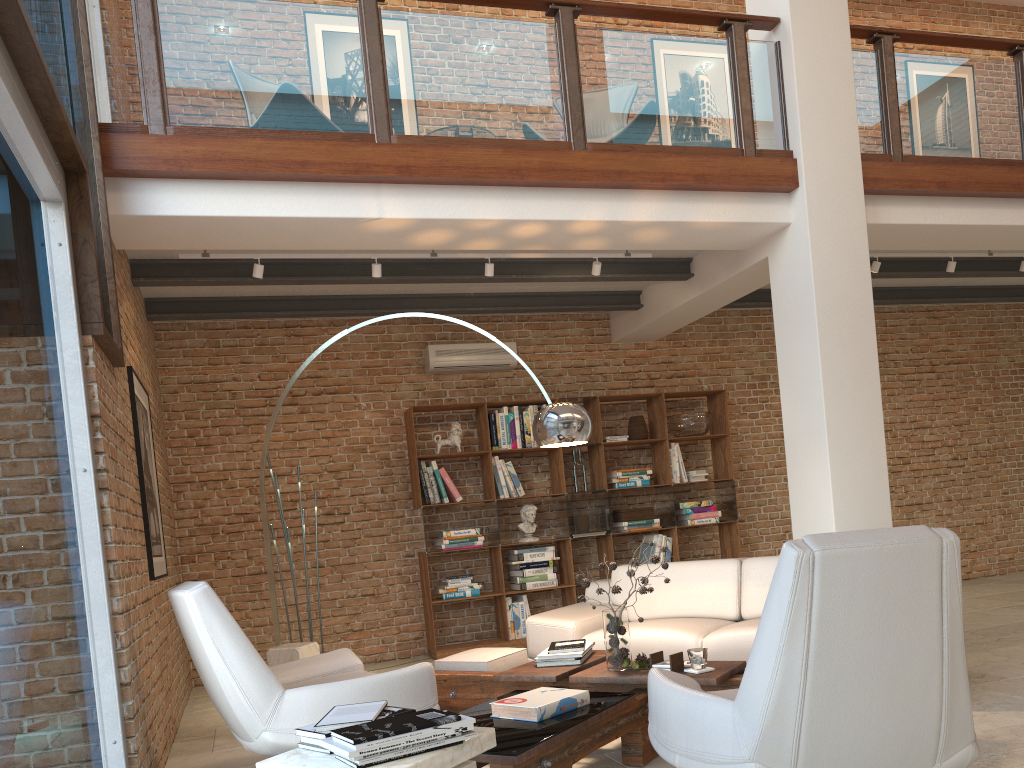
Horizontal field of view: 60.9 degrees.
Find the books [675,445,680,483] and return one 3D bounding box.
[{"bbox_3d":[1.518,0.778,8.315,0.020,0.356,0.275,-6,-2,-18],"label":"books"}]

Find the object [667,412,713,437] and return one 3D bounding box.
[{"bbox_3d":[1.705,0.407,8.354,0.442,0.217,0.437,-9,-8,24],"label":"object"}]

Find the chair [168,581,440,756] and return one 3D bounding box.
[{"bbox_3d":[-0.989,1.350,3.992,0.977,0.991,1.042,-3,-5,-33],"label":"chair"}]

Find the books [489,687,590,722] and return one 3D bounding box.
[{"bbox_3d":[0.115,1.290,3.519,0.258,0.056,0.326,-13,-12,42],"label":"books"}]

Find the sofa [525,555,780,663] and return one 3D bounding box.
[{"bbox_3d":[1.341,1.444,5.253,2.357,0.750,1.143,-11,-8,32],"label":"sofa"}]

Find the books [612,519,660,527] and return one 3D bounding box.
[{"bbox_3d":[1.160,1.304,8.182,0.378,0.036,0.248,-2,-9,-19],"label":"books"}]

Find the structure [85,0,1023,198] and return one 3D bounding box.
[{"bbox_3d":[3.827,-1.017,2.011,10.112,4.099,14.081,-3,-9,-18],"label":"structure"}]

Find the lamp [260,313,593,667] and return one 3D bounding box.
[{"bbox_3d":[-0.498,0.773,4.880,2.045,2.337,0.317,-7,1,19],"label":"lamp"}]

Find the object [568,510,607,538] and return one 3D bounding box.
[{"bbox_3d":[0.652,1.284,8.005,0.334,0.231,0.288,-4,-5,-18],"label":"object"}]

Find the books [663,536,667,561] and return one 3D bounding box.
[{"bbox_3d":[1.383,1.619,8.279,0.097,0.352,0.275,-6,-2,-18],"label":"books"}]

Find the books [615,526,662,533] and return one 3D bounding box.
[{"bbox_3d":[1.187,1.371,8.211,0.354,0.020,0.276,-2,-10,-19],"label":"books"}]

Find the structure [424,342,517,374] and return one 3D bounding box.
[{"bbox_3d":[-0.368,-0.235,7.853,0.809,0.218,0.202,-3,-4,-17],"label":"structure"}]

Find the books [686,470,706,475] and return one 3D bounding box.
[{"bbox_3d":[1.750,0.854,8.374,0.132,0.033,0.209,-1,-10,-27],"label":"books"}]

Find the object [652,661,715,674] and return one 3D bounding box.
[{"bbox_3d":[0.807,1.250,3.886,0.270,0.034,0.252,3,-13,-45],"label":"object"}]

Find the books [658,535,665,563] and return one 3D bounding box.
[{"bbox_3d":[1.366,1.616,8.264,0.097,0.352,0.275,-6,-2,-18],"label":"books"}]

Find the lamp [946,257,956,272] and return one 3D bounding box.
[{"bbox_3d":[3.453,-0.931,6.856,0.060,0.128,0.087,-5,-2,-16],"label":"lamp"}]

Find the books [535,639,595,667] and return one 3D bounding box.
[{"bbox_3d":[0.272,1.377,4.474,0.251,0.074,0.404,-8,-9,14],"label":"books"}]

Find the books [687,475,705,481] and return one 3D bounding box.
[{"bbox_3d":[1.756,0.907,8.375,0.132,0.033,0.209,-4,-9,-8],"label":"books"}]

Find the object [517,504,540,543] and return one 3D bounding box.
[{"bbox_3d":[0.141,1.256,7.874,0.196,0.348,0.194,-6,-1,-2],"label":"object"}]

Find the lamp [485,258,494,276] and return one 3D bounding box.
[{"bbox_3d":[-0.150,-0.761,5.734,0.060,0.128,0.087,-5,-2,-16],"label":"lamp"}]

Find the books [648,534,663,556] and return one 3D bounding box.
[{"bbox_3d":[1.318,1.608,8.239,0.160,0.370,0.246,-5,-2,-18],"label":"books"}]

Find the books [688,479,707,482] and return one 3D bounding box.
[{"bbox_3d":[1.761,0.935,8.392,0.170,0.018,0.240,-4,-9,-10],"label":"books"}]

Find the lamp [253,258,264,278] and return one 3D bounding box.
[{"bbox_3d":[-1.543,-0.696,5.298,0.087,0.128,0.059,-7,-1,42],"label":"lamp"}]

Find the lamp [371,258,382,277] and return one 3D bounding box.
[{"bbox_3d":[-0.857,-0.731,5.514,0.060,0.120,0.087,-5,-2,-16],"label":"lamp"}]

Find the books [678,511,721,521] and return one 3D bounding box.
[{"bbox_3d":[1.806,1.270,8.402,0.325,0.055,0.259,-2,-9,-22],"label":"books"}]

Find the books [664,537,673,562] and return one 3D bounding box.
[{"bbox_3d":[1.430,1.622,8.279,0.116,0.331,0.257,-6,-2,-18],"label":"books"}]

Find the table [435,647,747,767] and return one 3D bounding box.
[{"bbox_3d":[0.315,1.485,3.868,2.232,0.425,1.970,-11,-10,33],"label":"table"}]

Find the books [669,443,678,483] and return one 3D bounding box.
[{"bbox_3d":[1.492,0.764,8.297,0.036,0.381,0.246,-6,-1,-18],"label":"books"}]

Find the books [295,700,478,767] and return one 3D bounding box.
[{"bbox_3d":[-0.412,1.026,2.605,0.387,0.078,0.578,0,-11,-33],"label":"books"}]

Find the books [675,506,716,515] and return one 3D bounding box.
[{"bbox_3d":[1.755,1.219,8.398,0.325,0.055,0.259,-3,-9,-17],"label":"books"}]

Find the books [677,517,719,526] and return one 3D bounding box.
[{"bbox_3d":[1.787,1.327,8.396,0.325,0.055,0.259,-3,-9,-15],"label":"books"}]

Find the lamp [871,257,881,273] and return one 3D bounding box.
[{"bbox_3d":[2.768,-0.899,6.640,0.087,0.128,0.059,-7,-1,42],"label":"lamp"}]

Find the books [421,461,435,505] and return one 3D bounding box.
[{"bbox_3d":[-0.759,0.872,7.615,0.091,0.382,0.246,-6,-1,-18],"label":"books"}]

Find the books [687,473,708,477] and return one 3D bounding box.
[{"bbox_3d":[1.759,0.881,8.381,0.170,0.018,0.240,-3,-9,-15],"label":"books"}]

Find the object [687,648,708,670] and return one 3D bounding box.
[{"bbox_3d":[0.812,1.199,3.801,0.092,0.084,0.091,-8,-5,32],"label":"object"}]

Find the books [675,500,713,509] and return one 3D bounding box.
[{"bbox_3d":[1.733,1.164,8.391,0.326,0.055,0.258,-4,-9,-8],"label":"books"}]

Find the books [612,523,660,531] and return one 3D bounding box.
[{"bbox_3d":[1.167,1.346,8.220,0.378,0.036,0.248,-2,-10,-22],"label":"books"}]

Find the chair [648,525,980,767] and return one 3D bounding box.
[{"bbox_3d":[0.987,0.958,2.753,1.027,1.009,0.980,-5,-4,-1],"label":"chair"}]

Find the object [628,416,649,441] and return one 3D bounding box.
[{"bbox_3d":[1.172,0.419,8.143,0.195,0.231,0.193,-7,-3,30],"label":"object"}]

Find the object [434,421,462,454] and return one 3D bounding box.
[{"bbox_3d":[-0.555,0.470,7.613,0.251,0.281,0.131,-5,-1,-10],"label":"object"}]

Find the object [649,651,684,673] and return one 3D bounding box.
[{"bbox_3d":[0.689,1.236,3.876,0.116,0.081,0.093,-11,-7,44],"label":"object"}]

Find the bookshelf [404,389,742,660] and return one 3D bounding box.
[{"bbox_3d":[0.643,1.240,8.020,3.021,2.188,0.367,-4,1,-17],"label":"bookshelf"}]

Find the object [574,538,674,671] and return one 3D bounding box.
[{"bbox_3d":[0.583,1.024,4.115,0.320,0.602,0.539,-6,-3,43],"label":"object"}]

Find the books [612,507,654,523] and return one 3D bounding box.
[{"bbox_3d":[1.139,1.228,8.185,0.334,0.118,0.216,-3,-7,-17],"label":"books"}]

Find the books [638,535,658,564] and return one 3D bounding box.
[{"bbox_3d":[1.271,1.615,8.249,0.162,0.370,0.246,-5,-2,-18],"label":"books"}]

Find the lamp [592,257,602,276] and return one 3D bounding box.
[{"bbox_3d":[0.578,-0.800,5.971,0.060,0.115,0.095,-5,-3,-11],"label":"lamp"}]

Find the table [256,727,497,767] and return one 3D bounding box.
[{"bbox_3d":[-0.366,1.305,2.557,0.500,0.500,0.494,-8,-4,32],"label":"table"}]

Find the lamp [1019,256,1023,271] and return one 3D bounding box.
[{"bbox_3d":[4.161,-0.965,7.076,0.060,0.128,0.087,-5,-2,-16],"label":"lamp"}]

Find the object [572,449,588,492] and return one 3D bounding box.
[{"bbox_3d":[0.612,0.793,7.974,0.121,0.397,0.062,-6,1,-15],"label":"object"}]

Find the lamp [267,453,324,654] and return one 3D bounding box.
[{"bbox_3d":[-1.628,1.428,6.629,0.201,1.809,0.414,-4,2,42],"label":"lamp"}]

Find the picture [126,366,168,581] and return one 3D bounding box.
[{"bbox_3d":[-2.177,0.576,5.230,0.027,1.187,0.923,-6,-2,-18],"label":"picture"}]

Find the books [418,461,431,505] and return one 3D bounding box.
[{"bbox_3d":[-0.792,0.872,7.596,0.091,0.382,0.246,-6,-1,-18],"label":"books"}]
